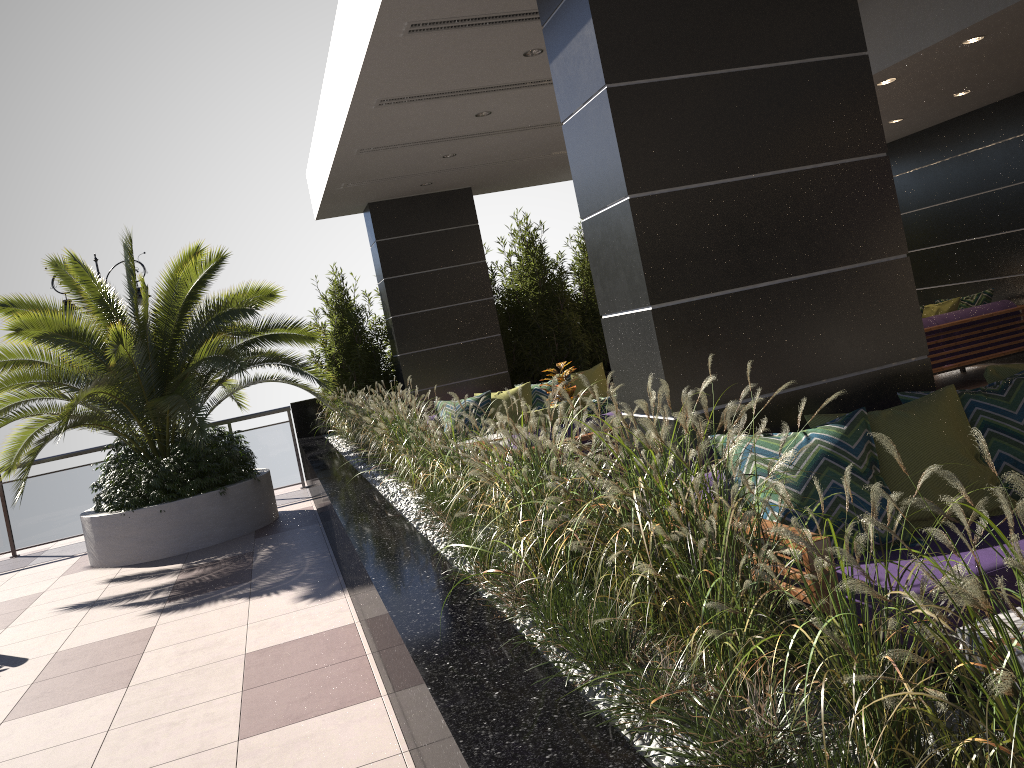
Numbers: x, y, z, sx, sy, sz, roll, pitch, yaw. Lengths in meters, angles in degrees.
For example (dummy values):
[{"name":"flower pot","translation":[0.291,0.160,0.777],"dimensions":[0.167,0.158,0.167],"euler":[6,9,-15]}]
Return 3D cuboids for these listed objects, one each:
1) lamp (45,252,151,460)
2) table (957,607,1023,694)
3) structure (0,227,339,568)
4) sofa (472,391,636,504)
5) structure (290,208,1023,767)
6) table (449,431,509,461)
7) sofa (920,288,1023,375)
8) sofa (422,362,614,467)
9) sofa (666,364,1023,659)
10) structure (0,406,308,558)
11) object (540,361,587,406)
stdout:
[{"name":"lamp","translation":[-4.654,0.073,10.566],"dimensions":[1.125,3.327,0.263],"euler":[-12,0,-16]},{"name":"table","translation":[2.174,0.631,1.882],"dimensions":[2.043,0.553,0.939],"euler":[-12,3,-16]},{"name":"structure","translation":[-3.762,-0.004,9.142],"dimensions":[3.733,3.302,3.823],"euler":[-10,2,27]},{"name":"sofa","translation":[0.884,0.431,6.437],"dimensions":[2.133,0.919,1.117],"euler":[-12,2,-16]},{"name":"structure","translation":[3.877,-0.982,1.139],"dimensions":[7.841,3.120,24.674],"euler":[-12,3,-15]},{"name":"table","translation":[0.566,0.605,7.694],"dimensions":[2.043,0.553,0.939],"euler":[-12,3,-16]},{"name":"sofa","translation":[4.051,-0.365,8.999],"dimensions":[2.133,0.919,1.117],"euler":[-12,2,-16]},{"name":"sofa","translation":[0.201,0.420,8.908],"dimensions":[2.133,0.919,1.117],"euler":[-12,2,-16]},{"name":"sofa","translation":[1.745,0.445,3.324],"dimensions":[2.133,0.919,1.117],"euler":[-12,2,-16]},{"name":"structure","translation":[-6.233,2.116,1.206],"dimensions":[12.958,1.058,17.465],"euler":[-12,4,-15]},{"name":"object","translation":[0.457,0.077,7.696],"dimensions":[0.430,0.526,0.425],"euler":[-11,1,2]}]
